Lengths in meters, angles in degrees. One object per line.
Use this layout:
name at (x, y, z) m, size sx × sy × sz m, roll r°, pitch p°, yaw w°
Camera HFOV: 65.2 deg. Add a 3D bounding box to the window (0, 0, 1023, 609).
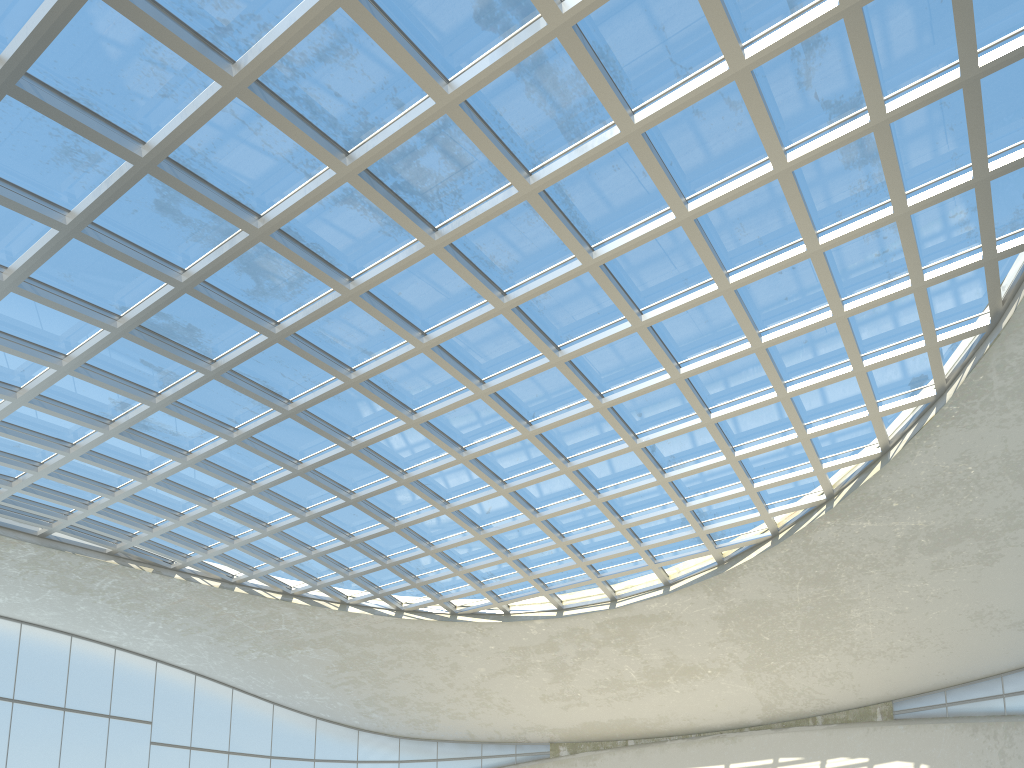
window at (-11.569, 2.502, 46.503) m, size 81.273 × 9.876 × 86.610 m, roll -20°, pitch -37°, yaw 28°
